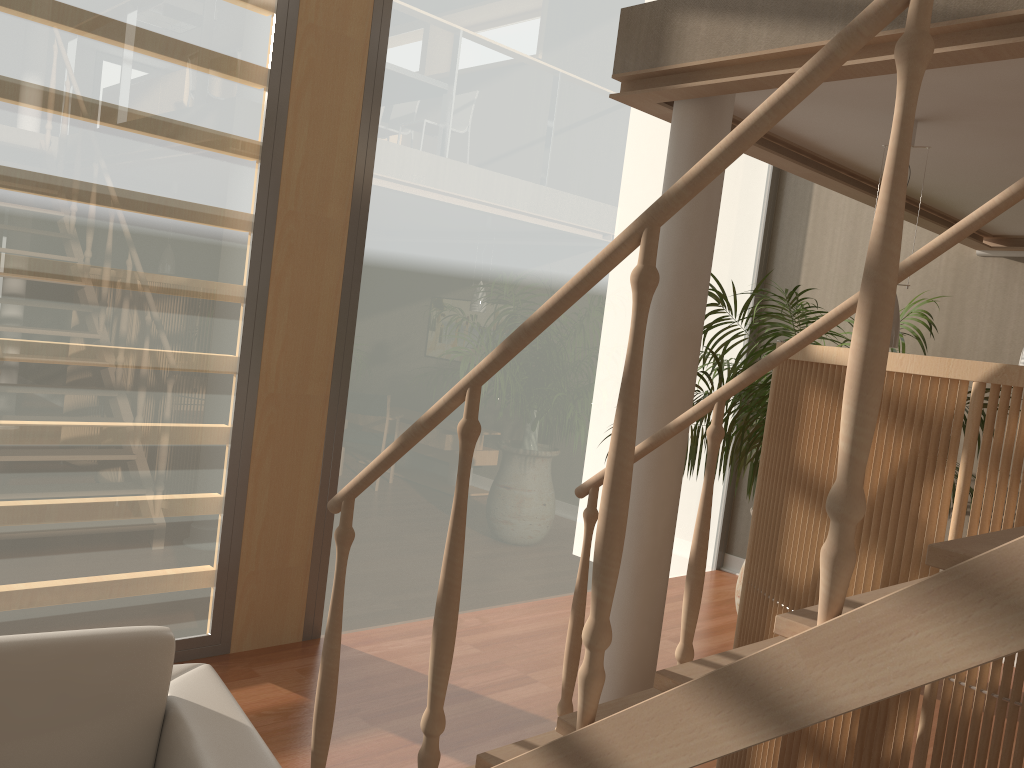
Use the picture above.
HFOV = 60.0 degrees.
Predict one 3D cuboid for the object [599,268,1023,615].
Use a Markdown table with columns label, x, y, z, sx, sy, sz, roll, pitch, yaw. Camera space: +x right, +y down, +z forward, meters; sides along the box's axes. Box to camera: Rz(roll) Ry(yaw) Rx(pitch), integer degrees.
| label | x | y | z | sx | sy | sz | roll | pitch | yaw |
| --- | --- | --- | --- | --- | --- | --- | --- | --- | --- |
| object | 1.604 | 0.537 | 5.047 | 2.109 | 2.304 | 2.157 | 10 | 5 | 39 |

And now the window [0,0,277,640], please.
| label | x | y | z | sx | sy | sz | roll | pitch | yaw |
| --- | --- | --- | --- | --- | --- | --- | --- | --- | --- |
| window | -1.882 | -0.497 | 3.039 | 2.095 | 3.100 | 0.020 | 4 | 5 | -43 |

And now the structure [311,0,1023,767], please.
| label | x | y | z | sx | sy | sz | roll | pitch | yaw |
| --- | --- | --- | --- | --- | --- | --- | --- | --- | --- |
| structure | 1.014 | -0.174 | 1.426 | 1.000 | 3.578 | 3.150 | 4 | 5 | -43 |

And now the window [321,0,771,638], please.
| label | x | y | z | sx | sy | sz | roll | pitch | yaw |
| --- | --- | --- | --- | --- | --- | --- | --- | --- | --- |
| window | 0.576 | -1.087 | 5.256 | 3.340 | 5.200 | 0.020 | 4 | 5 | -43 |

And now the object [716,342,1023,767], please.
| label | x | y | z | sx | sy | sz | roll | pitch | yaw |
| --- | --- | --- | --- | --- | --- | --- | --- | --- | --- |
| object | 1.364 | 0.763 | 1.973 | 0.233 | 1.542 | 2.229 | 4 | 5 | -38 |

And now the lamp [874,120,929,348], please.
| label | x | y | z | sx | sy | sz | roll | pitch | yaw |
| --- | --- | --- | --- | --- | --- | --- | --- | --- | --- |
| lamp | 1.356 | -0.532 | 3.152 | 0.139 | 0.800 | 0.139 | 5 | 4 | -29 |

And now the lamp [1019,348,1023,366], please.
| label | x | y | z | sx | sy | sz | roll | pitch | yaw |
| --- | --- | --- | --- | --- | --- | --- | --- | --- | --- |
| lamp | 2.628 | -0.449 | 4.361 | 0.139 | 0.800 | 0.139 | 8 | 4 | 21 |

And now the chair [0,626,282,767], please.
| label | x | y | z | sx | sy | sz | roll | pitch | yaw |
| --- | --- | --- | --- | --- | --- | --- | --- | --- | --- |
| chair | -0.979 | 0.983 | 1.844 | 0.900 | 0.740 | 0.905 | 5 | 4 | -34 |
